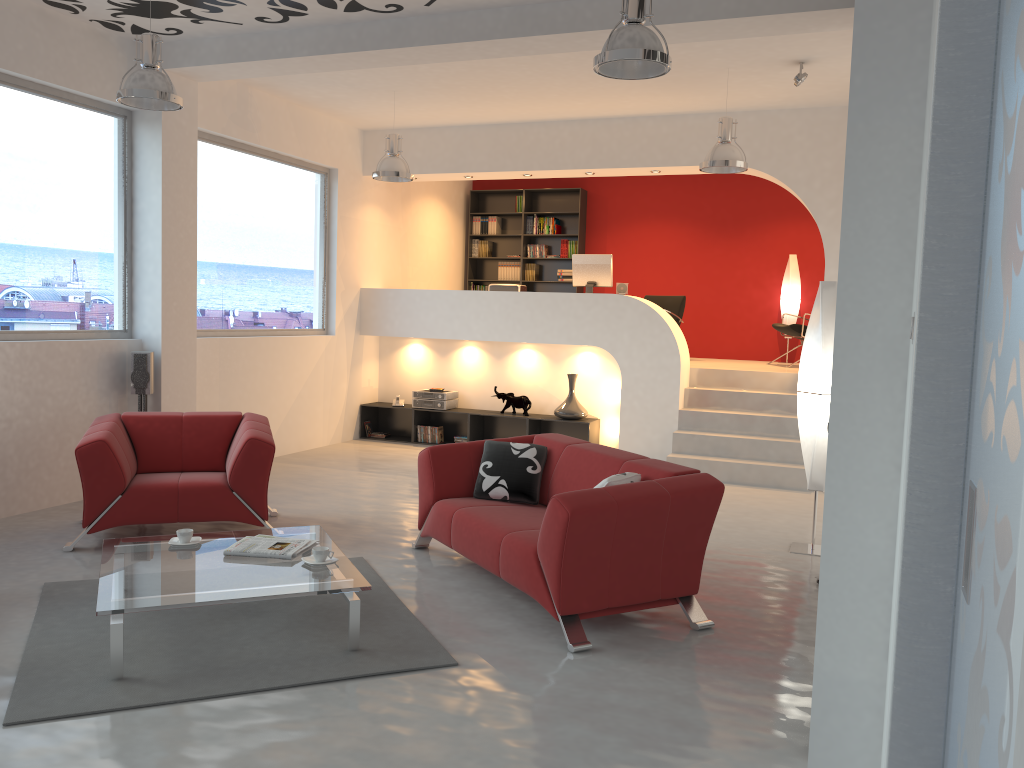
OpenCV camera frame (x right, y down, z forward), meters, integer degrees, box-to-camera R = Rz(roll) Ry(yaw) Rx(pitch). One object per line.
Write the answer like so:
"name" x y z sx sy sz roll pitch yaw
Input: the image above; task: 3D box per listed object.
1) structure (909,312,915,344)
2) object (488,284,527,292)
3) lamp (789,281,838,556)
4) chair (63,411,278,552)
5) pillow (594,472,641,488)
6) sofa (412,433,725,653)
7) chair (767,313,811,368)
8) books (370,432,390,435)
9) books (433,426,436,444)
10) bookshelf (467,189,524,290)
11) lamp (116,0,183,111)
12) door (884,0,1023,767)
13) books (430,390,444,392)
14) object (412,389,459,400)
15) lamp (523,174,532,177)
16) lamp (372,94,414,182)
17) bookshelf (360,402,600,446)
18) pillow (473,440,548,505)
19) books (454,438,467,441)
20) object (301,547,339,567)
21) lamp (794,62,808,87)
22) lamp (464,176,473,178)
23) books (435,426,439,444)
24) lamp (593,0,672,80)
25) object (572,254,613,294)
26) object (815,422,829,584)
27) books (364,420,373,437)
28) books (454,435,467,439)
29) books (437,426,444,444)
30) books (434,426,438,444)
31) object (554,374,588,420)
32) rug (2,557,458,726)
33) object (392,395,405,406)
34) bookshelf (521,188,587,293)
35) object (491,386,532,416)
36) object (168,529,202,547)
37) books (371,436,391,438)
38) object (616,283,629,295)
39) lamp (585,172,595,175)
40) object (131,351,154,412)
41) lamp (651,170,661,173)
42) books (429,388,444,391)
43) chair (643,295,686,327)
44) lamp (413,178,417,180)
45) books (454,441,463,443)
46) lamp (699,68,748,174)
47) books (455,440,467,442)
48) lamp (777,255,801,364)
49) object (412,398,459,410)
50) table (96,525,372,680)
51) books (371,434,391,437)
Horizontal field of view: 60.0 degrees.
"structure" 0.954 -0.132 2.097 0.016 0.080 0.170 4 5 21
"object" -0.013 -1.041 10.242 0.397 0.217 0.458 4 5 21
"lamp" 2.032 0.220 5.836 0.313 1.779 0.313 4 5 30
"chair" -2.187 0.600 5.860 1.288 0.738 0.951 0 5 -18
"pillow" 0.462 0.618 4.506 0.288 0.343 0.402 4 5 29
"sofa" 0.211 0.751 4.972 0.951 0.738 1.929 -1 5 -28
"chair" 3.455 -0.595 10.271 0.768 0.795 0.664 2 5 -3
"books" -1.549 0.582 10.399 0.190 0.015 0.135 4 5 21
"books" -0.855 0.573 10.068 0.031 0.190 0.135 4 5 21
"bookshelf" -0.195 -1.607 12.548 0.816 2.213 0.305 4 5 21
"lamp" -2.198 -2.109 5.388 0.379 0.800 0.379 -2 6 -40
"door" 0.683 0.159 1.162 0.240 2.550 1.600 4 5 21
"books" -0.855 0.077 10.084 0.135 0.015 0.190 2 5 2
"object" -0.875 0.119 10.130 0.430 0.077 0.349 4 5 21
"lamp" 0.167 -2.250 9.567 0.105 0.011 0.105 3 5 10
"lamp" -1.089 -2.292 8.170 0.379 0.800 0.379 1 5 -7
"bookshelf" -0.405 0.506 9.963 2.764 0.397 0.405 4 5 21
"pillow" -0.006 0.533 5.383 0.402 0.343 0.288 3 5 14
"books" -0.537 0.617 9.991 0.190 0.015 0.135 4 5 21
"object" -0.910 0.815 4.211 0.153 0.069 0.153 -2 6 -42
"lamp" 2.227 -2.384 6.831 0.118 0.176 0.112 0 5 -26
"lamp" -0.483 -2.292 9.823 0.105 0.011 0.105 3 5 10
"books" -0.827 0.575 10.057 0.031 0.190 0.135 4 5 21
"lamp" 0.597 -1.928 4.287 0.379 0.800 0.379 3 5 14
"object" 0.890 -1.202 9.785 0.458 0.452 0.230 4 5 21
"object" 1.914 0.612 5.065 0.229 1.112 0.214 0 5 -23
"books" -1.678 0.526 10.393 0.063 0.187 0.135 4 5 21
"books" -0.543 0.601 10.000 0.190 0.015 0.135 3 5 16
"books" -0.813 0.576 10.052 0.031 0.190 0.135 4 5 21
"books" -0.841 0.574 10.063 0.031 0.190 0.135 4 5 21
"object" 0.641 0.135 9.522 0.369 0.481 0.369 1 5 -13
"rug" -1.343 1.124 4.223 1.700 0.025 1.700 0 5 -23
"object" -1.305 0.188 10.212 0.130 0.117 0.146 2 5 -3
"bookshelf" 0.563 -1.558 12.250 0.816 2.213 0.305 4 5 21
"object" 0.001 0.184 9.806 0.507 0.296 0.191 5 6 37
"object" -1.644 0.771 4.461 0.153 0.069 0.153 1 5 -12
"books" -1.539 0.612 10.398 0.190 0.015 0.135 4 5 21
"object" 1.209 -1.033 9.723 0.133 0.147 0.151 2 5 5
"lamp" 0.817 -2.208 9.310 0.105 0.011 0.105 3 5 10
"object" -2.895 0.303 6.952 0.214 1.112 0.229 1 5 -13
"lamp" 1.467 -2.166 9.054 0.105 0.011 0.105 3 5 10
"books" -0.854 0.062 10.093 0.135 0.015 0.190 2 5 7
"chair" 1.678 -0.704 10.909 0.664 0.795 0.768 6 6 41
"lamp" -1.133 -2.334 10.079 0.105 0.011 0.105 4 5 25
"books" -0.537 0.647 10.001 0.190 0.015 0.135 4 5 26
"lamp" 1.705 -2.112 7.069 0.379 0.800 0.379 1 5 -7
"books" -0.531 0.632 9.997 0.190 0.015 0.135 4 5 21
"lamp" 3.475 -0.935 11.085 0.237 1.349 0.237 4 5 30
"object" -0.881 0.217 10.130 0.430 0.100 0.365 4 5 21
"table" -1.350 0.979 4.207 1.097 0.286 1.162 0 5 -23
"books" -1.534 0.597 10.395 0.190 0.015 0.135 4 5 21
